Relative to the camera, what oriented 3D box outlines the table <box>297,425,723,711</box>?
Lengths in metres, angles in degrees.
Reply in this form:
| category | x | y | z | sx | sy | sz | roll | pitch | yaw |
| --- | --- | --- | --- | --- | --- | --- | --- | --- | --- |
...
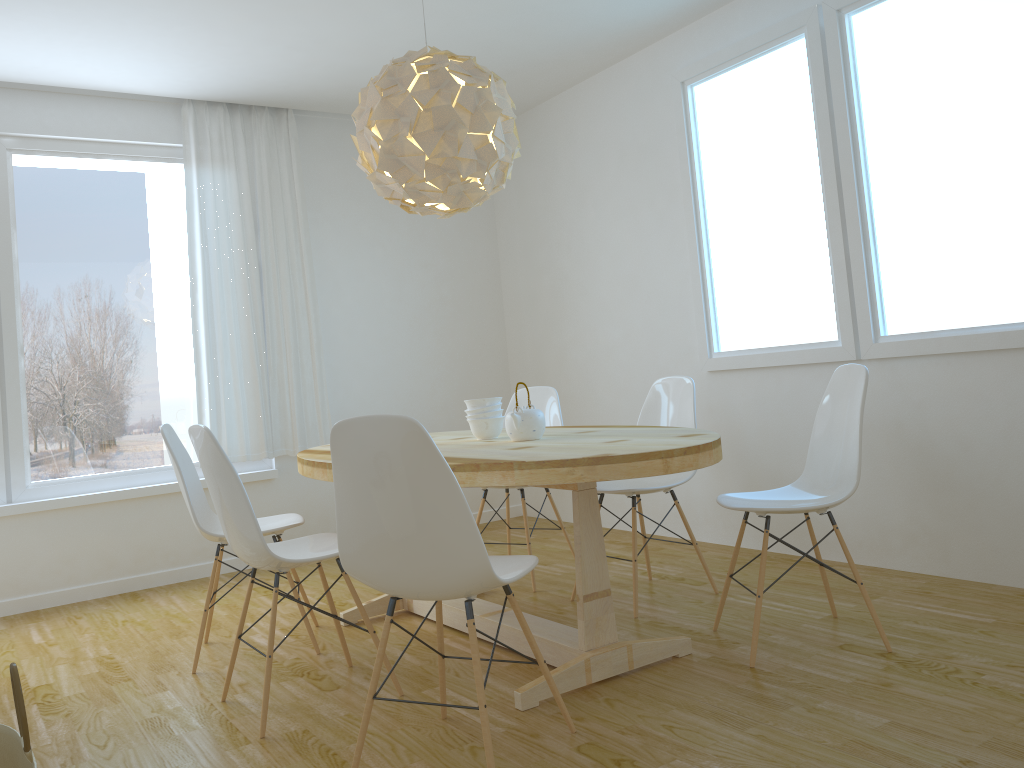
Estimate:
| category | x | y | z | sx | sy | sz | roll | pitch | yaw |
| --- | --- | --- | --- | --- | --- | --- | --- | --- | --- |
| table | -0.090 | 0.580 | 3.311 | 1.196 | 0.727 | 2.181 | -5 | 0 | -35 |

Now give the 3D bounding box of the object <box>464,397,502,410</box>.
| category | x | y | z | sx | sy | sz | roll | pitch | yaw |
| --- | --- | --- | --- | --- | --- | --- | --- | --- | --- |
| object | -0.110 | 0.099 | 3.466 | 0.152 | 0.087 | 0.151 | -5 | 0 | -5 |

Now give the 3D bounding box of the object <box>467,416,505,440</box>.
| category | x | y | z | sx | sy | sz | roll | pitch | yaw |
| --- | --- | --- | --- | --- | --- | --- | --- | --- | --- |
| object | -0.099 | 0.173 | 3.460 | 0.152 | 0.083 | 0.152 | -5 | 0 | 6 |

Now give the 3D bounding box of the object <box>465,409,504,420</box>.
| category | x | y | z | sx | sy | sz | roll | pitch | yaw |
| --- | --- | --- | --- | --- | --- | --- | --- | --- | --- |
| object | -0.104 | 0.151 | 3.462 | 0.151 | 0.093 | 0.152 | -5 | -1 | 6 |

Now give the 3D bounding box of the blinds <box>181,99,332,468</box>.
| category | x | y | z | sx | sy | sz | roll | pitch | yaw |
| --- | --- | --- | --- | --- | --- | --- | --- | --- | --- |
| blinds | -1.488 | -0.638 | 5.182 | 0.796 | 2.167 | 0.149 | -3 | -4 | -33 |

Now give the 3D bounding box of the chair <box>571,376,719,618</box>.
| category | x | y | z | sx | sy | sz | roll | pitch | yaw |
| --- | --- | --- | --- | --- | --- | --- | --- | --- | --- |
| chair | 0.536 | 0.434 | 3.721 | 0.524 | 0.904 | 0.428 | -4 | -3 | -33 |

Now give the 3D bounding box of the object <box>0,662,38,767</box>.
| category | x | y | z | sx | sy | sz | roll | pitch | yaw |
| --- | --- | --- | --- | --- | --- | --- | --- | --- | --- |
| object | -0.696 | 0.763 | 2.058 | 0.469 | 0.503 | 1.191 | -6 | -1 | 35 |

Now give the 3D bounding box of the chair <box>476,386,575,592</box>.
| category | x | y | z | sx | sy | sz | roll | pitch | yaw |
| --- | --- | --- | --- | --- | --- | --- | --- | --- | --- |
| chair | 0.024 | 0.476 | 4.281 | 0.428 | 0.904 | 0.523 | -7 | -3 | 32 |

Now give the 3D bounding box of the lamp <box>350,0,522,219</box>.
| category | x | y | z | sx | sy | sz | roll | pitch | yaw |
| --- | --- | --- | --- | --- | --- | --- | --- | --- | --- |
| lamp | -0.303 | -1.186 | 3.386 | 0.648 | 1.138 | 0.636 | -4 | -3 | -34 |

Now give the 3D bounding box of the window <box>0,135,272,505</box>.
| category | x | y | z | sx | sy | sz | roll | pitch | yaw |
| --- | --- | --- | --- | --- | --- | --- | --- | --- | --- |
| window | -2.674 | -0.344 | 4.608 | 2.732 | 1.924 | 0.088 | -5 | -3 | -33 |

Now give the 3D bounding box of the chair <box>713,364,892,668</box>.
| category | x | y | z | sx | sy | sz | roll | pitch | yaw |
| --- | --- | --- | --- | --- | --- | --- | --- | --- | --- |
| chair | 0.944 | 0.403 | 2.977 | 0.523 | 0.904 | 0.428 | -5 | -3 | -3 |

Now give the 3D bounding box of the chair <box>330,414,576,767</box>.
| category | x | y | z | sx | sy | sz | roll | pitch | yaw |
| --- | --- | --- | --- | --- | --- | --- | --- | --- | --- |
| chair | -0.169 | 0.508 | 2.252 | 0.428 | 0.904 | 0.523 | -6 | -3 | 27 |

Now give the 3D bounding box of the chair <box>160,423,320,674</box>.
| category | x | y | z | sx | sy | sz | roll | pitch | yaw |
| --- | --- | --- | --- | --- | --- | --- | --- | --- | --- |
| chair | -1.051 | 0.578 | 3.450 | 0.523 | 0.904 | 0.428 | -5 | -3 | -13 |

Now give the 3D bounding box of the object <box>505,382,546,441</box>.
| category | x | y | z | sx | sy | sz | roll | pitch | yaw |
| --- | --- | --- | --- | --- | --- | --- | --- | --- | --- |
| object | 0.032 | 0.099 | 3.208 | 0.177 | 0.212 | 0.146 | -4 | -2 | -34 |

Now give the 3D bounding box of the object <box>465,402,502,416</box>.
| category | x | y | z | sx | sy | sz | roll | pitch | yaw |
| --- | --- | --- | --- | --- | --- | --- | --- | --- | --- |
| object | -0.109 | 0.127 | 3.462 | 0.151 | 0.096 | 0.151 | -5 | -1 | -17 |

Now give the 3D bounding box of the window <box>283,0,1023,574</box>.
| category | x | y | z | sx | sy | sz | roll | pitch | yaw |
| --- | --- | --- | --- | --- | --- | --- | --- | --- | --- |
| window | 0.453 | -0.558 | 3.180 | 2.554 | 2.060 | 1.872 | -4 | -2 | -33 |
